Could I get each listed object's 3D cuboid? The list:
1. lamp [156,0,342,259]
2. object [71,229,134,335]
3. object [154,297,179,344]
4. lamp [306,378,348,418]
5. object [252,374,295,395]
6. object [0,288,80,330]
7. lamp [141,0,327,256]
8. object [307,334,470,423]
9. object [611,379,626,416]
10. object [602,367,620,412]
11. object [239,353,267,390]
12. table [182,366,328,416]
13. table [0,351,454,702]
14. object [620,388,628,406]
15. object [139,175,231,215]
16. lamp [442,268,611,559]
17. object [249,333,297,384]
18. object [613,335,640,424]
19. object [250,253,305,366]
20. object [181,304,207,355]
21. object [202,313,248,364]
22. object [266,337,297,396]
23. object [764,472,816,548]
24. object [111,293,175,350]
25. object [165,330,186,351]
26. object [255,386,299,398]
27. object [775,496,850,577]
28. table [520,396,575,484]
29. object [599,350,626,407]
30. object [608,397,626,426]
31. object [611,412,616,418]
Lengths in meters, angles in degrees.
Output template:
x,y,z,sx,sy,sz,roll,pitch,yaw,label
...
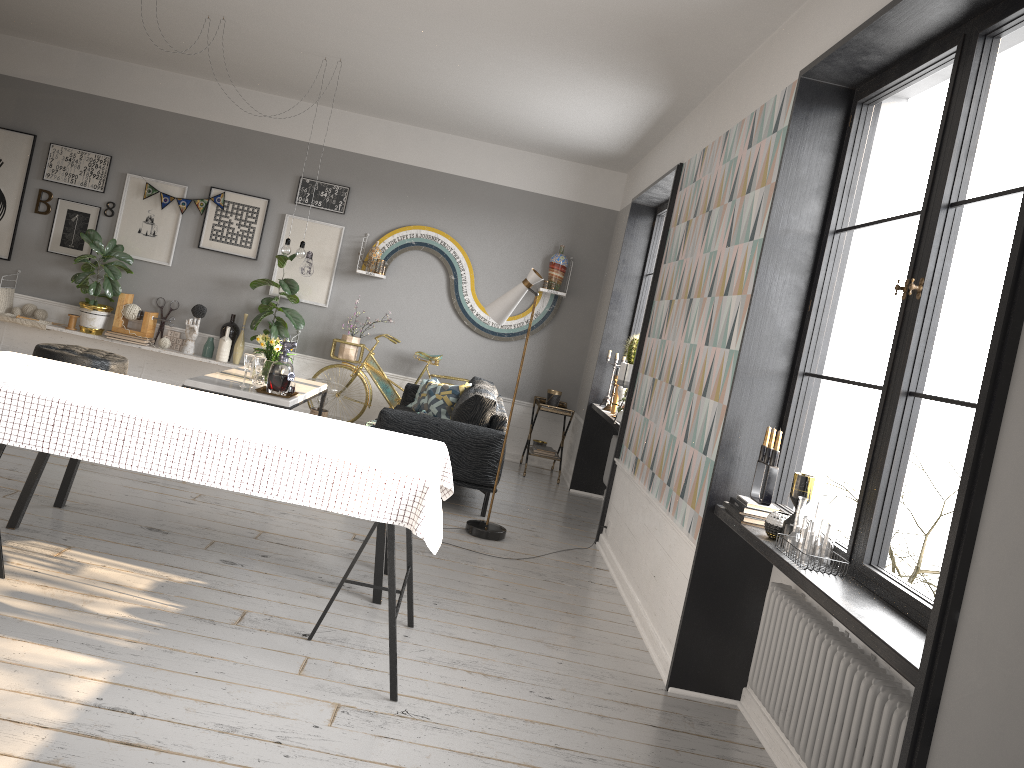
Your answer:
x,y,z,sx,sy,sz,roll,pitch,yaw,label
-1.978,-1.785,6.294,1.387,1.535,0.075,11,1,-33,lamp
-3.870,-0.946,8.311,0.508,0.963,0.548,12,1,-17,object
-3.362,-0.595,8.540,0.221,0.463,0.019,12,0,-2,object
-1.775,0.180,8.226,0.435,0.437,0.430,13,2,28,lamp
-1.688,0.005,6.270,0.277,0.087,0.248,11,4,-24,object
-4.459,-0.682,8.360,0.784,0.306,0.329,12,2,-1,object
-2.102,-1.816,6.350,1.387,1.535,0.075,11,1,-33,lamp
-1.109,0.039,8.453,1.621,0.969,0.428,12,1,-11,object
0.865,0.069,6.751,0.134,0.409,0.664,12,3,-2,object
0.838,0.038,7.264,0.123,0.375,0.123,12,1,2,object
-1.803,-0.084,6.135,0.168,0.227,0.082,12,1,9,object
-1.913,0.232,6.640,0.731,0.510,1.460,12,4,-3,table
-1.263,0.470,3.331,2.024,0.783,0.934,12,3,-2,table
0.904,0.147,6.596,0.212,0.283,0.236,11,2,-28,object
-3.185,-1.800,8.535,0.913,0.339,0.057,12,0,-3,object
0.210,0.167,5.430,1.245,1.701,0.681,12,1,-4,lamp
-1.797,-0.184,6.633,0.325,0.351,0.352,12,2,0,object
0.853,-0.041,6.297,0.227,0.670,0.237,12,1,-32,object
-2.234,-0.694,8.398,0.571,1.149,0.413,13,1,37,object
-3.026,-0.525,8.422,0.155,0.483,0.136,12,1,-3,object
-2.717,-0.462,8.418,0.284,0.488,0.334,11,2,-42,object
-1.576,-0.131,6.090,0.156,0.417,0.148,12,1,17,object
0.966,0.430,3.100,0.115,0.256,0.194,12,2,7,object
-3.463,-0.592,8.390,0.545,0.440,0.239,12,1,-2,object
-3.215,-0.415,8.511,0.265,0.173,0.078,12,1,4,object
-1.631,0.057,6.155,0.246,0.015,0.319,12,4,-3,object
0.977,0.483,2.854,0.153,0.192,0.268,12,3,-3,object
0.321,0.508,8.294,0.339,0.679,0.744,12,2,-3,table
0.838,-0.043,7.588,0.146,0.490,0.161,13,1,34,object
0.785,0.195,6.124,0.246,0.203,0.171,12,2,0,object
0.825,0.215,6.740,0.123,0.099,0.122,13,3,20,object
